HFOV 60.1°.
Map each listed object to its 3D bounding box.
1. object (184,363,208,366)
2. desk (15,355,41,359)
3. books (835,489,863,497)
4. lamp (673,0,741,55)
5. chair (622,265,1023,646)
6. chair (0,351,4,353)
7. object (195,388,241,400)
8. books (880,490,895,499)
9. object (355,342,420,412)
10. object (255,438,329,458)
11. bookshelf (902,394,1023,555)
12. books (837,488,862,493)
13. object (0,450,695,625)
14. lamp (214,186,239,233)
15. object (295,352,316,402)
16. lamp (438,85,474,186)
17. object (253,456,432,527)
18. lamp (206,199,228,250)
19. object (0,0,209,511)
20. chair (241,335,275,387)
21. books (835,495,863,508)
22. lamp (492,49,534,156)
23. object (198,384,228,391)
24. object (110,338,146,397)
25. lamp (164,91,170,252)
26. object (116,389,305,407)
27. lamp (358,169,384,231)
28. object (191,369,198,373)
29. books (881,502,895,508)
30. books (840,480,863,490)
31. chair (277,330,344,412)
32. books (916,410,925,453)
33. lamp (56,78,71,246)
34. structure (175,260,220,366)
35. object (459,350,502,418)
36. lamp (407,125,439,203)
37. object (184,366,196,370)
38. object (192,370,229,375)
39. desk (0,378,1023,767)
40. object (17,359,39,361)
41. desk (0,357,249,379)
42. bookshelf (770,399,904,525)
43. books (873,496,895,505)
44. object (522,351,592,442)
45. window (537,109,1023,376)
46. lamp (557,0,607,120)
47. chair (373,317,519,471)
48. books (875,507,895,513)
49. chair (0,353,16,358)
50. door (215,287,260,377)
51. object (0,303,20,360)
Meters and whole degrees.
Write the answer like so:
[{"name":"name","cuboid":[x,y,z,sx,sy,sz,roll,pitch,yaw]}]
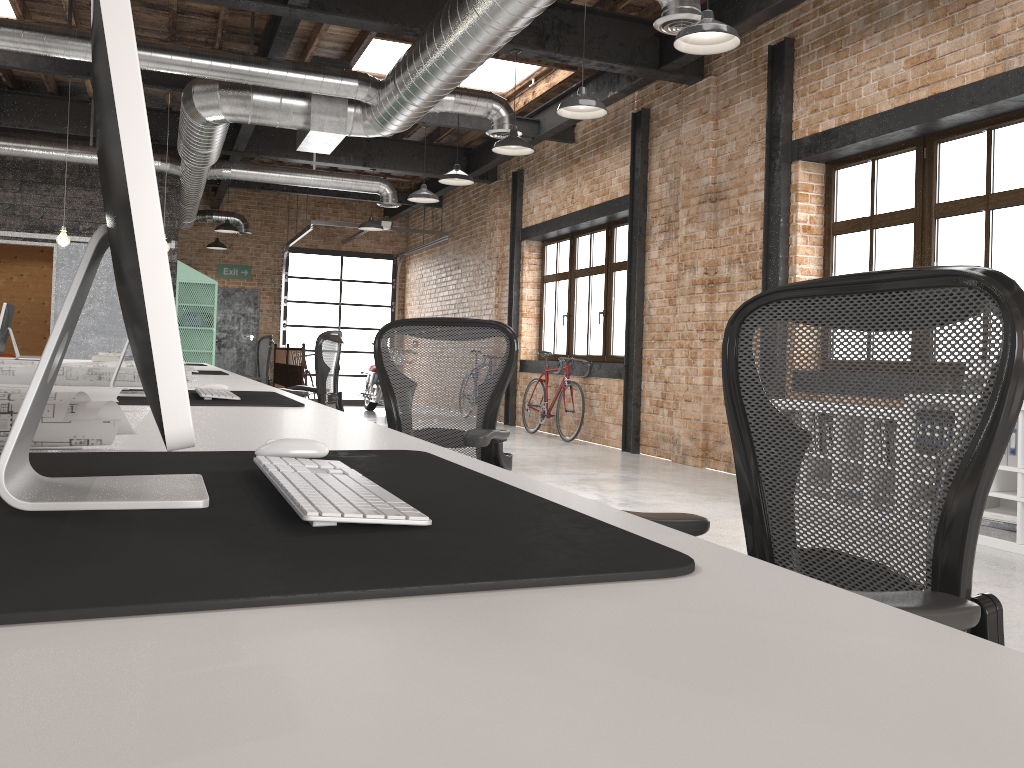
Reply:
[{"name":"object","cuboid":[-3.256,-0.189,8.343,0.687,0.008,0.849,1,2,-23]},{"name":"desk","cuboid":[-7.371,-0.057,13.108,1.998,0.732,0.998,1,1,-21]},{"name":"books","cuboid":[2.300,0.709,5.809,0.206,0.067,0.275,1,2,-22]},{"name":"lamp","cuboid":[1.087,-2.302,4.889,0.362,0.857,0.361,2,-1,-4]},{"name":"chair","cuboid":[0.310,0.368,1.200,0.791,1.086,0.771,2,0,-38]},{"name":"chair","cuboid":[-8.126,-0.128,13.896,0.617,0.778,0.581,2,0,-27]},{"name":"object","cuboid":[-0.970,0.032,2.904,0.118,0.017,0.439,1,2,-22]},{"name":"books","cuboid":[2.458,0.692,5.519,0.198,0.055,0.240,1,2,-21]},{"name":"object","cuboid":[-2.123,-0.176,14.991,0.812,1.361,2.178,2,1,-34]},{"name":"object","cuboid":[-0.322,0.094,1.300,0.106,0.028,0.059,1,1,-21]},{"name":"bookshelf","cuboid":[2.835,0.491,4.712,0.400,0.800,1.544,2,1,-22]},{"name":"books","cuboid":[2.306,0.683,5.804,0.219,0.039,0.260,1,2,-22]},{"name":"object","cuboid":[-0.314,0.123,0.962,0.687,0.008,0.849,1,2,-22]},{"name":"lamp","cuboid":[-4.278,-2.968,13.375,0.361,1.340,0.362,3,-1,-44]},{"name":"object","cuboid":[-3.605,-0.058,15.364,0.409,1.034,1.734,2,1,-15]},{"name":"lamp","cuboid":[-0.543,-2.729,9.004,0.362,1.364,0.362,2,-1,-14]},{"name":"object","cuboid":[-0.208,0.113,0.992,0.118,0.017,0.439,1,2,-22]},{"name":"lamp","cuboid":[-5.193,-3.065,15.669,0.361,1.340,0.362,3,-1,-44]},{"name":"object","cuboid":[-0.416,-0.125,0.939,0.189,0.485,0.484,2,0,-22]},{"name":"chair","cuboid":[-2.602,0.057,8.559,0.791,1.086,0.771,2,0,-43]},{"name":"books","cuboid":[2.301,0.760,5.817,0.217,0.072,0.290,1,2,-22]},{"name":"lamp","cuboid":[0.023,-2.415,7.558,0.362,0.857,0.361,2,-1,1]},{"name":"object","cuboid":[-1.084,0.013,3.212,0.106,0.028,0.059,1,1,-23]},{"name":"object","cuboid":[-1.178,-0.206,2.851,0.189,0.485,0.484,2,0,-22]},{"name":"lamp","cuboid":[-3.554,-2.182,9.107,0.123,1.680,0.123,2,-1,-24]},{"name":"object","cuboid":[-1.079,0.042,2.881,0.687,0.008,0.849,1,2,-21]},{"name":"lamp","cuboid":[-1.992,-2.629,12.614,0.361,0.857,0.362,3,-1,-44]},{"name":"object","cuboid":[-2.115,-0.090,5.779,0.118,0.017,0.439,1,2,-22]},{"name":"books","cuboid":[2.433,0.752,5.521,0.163,0.047,0.239,1,2,-21]},{"name":"books","cuboid":[2.308,0.665,5.800,0.214,0.052,0.252,1,2,-22]},{"name":"chair","cuboid":[-1.459,0.169,6.018,0.792,1.086,0.770,2,0,-13]},{"name":"books","cuboid":[2.548,0.290,5.347,0.232,0.261,0.062,2,-1,-22]},{"name":"lamp","cuboid":[-4.408,-2.200,8.767,0.123,1.680,0.123,2,-1,-24]},{"name":"structure","cuboid":[-4.460,-0.626,12.449,0.556,2.102,1.118,2,-1,-22]},{"name":"object","cuboid":[-0.484,0.018,13.009,0.401,1.040,1.738,2,1,-27]},{"name":"lamp","cuboid":[-0.997,-2.523,10.119,0.362,0.857,0.361,2,-1,-4]},{"name":"object","cuboid":[-2.230,-0.109,6.086,0.106,0.028,0.059,1,1,-23]},{"name":"object","cuboid":[-2.231,-0.080,5.773,0.687,0.008,0.849,1,2,-22]},{"name":"desk","cuboid":[-1.608,0.434,2.158,2.310,0.770,5.113,1,2,-22]},{"name":"object","cuboid":[-4.483,-0.208,7.616,0.687,0.008,0.849,1,2,-23]},{"name":"desk","cuboid":[-3.503,0.232,6.914,2.310,0.770,5.113,1,2,-22]},{"name":"bookshelf","cuboid":[2.253,0.488,6.152,0.400,0.685,1.544,2,1,-22]},{"name":"books","cuboid":[2.452,0.724,5.542,0.222,0.055,0.282,1,2,-21]},{"name":"object","cuboid":[0.472,0.119,10.608,0.401,1.040,1.738,2,1,-27]},{"name":"window","cuboid":[1.973,-0.987,8.261,0.147,1.692,8.639,2,1,-22]},{"name":"lamp","cuboid":[0.521,-2.616,6.335,0.362,1.364,0.361,1,-1,41]},{"name":"chair","cuboid":[-0.306,0.290,3.165,0.770,1.086,0.792,2,0,2]},{"name":"books","cuboid":[2.434,0.781,5.536,0.184,0.049,0.261,1,2,-21]},{"name":"chair","cuboid":[-6.969,-0.041,12.227,0.617,0.778,0.581,2,0,-27]},{"name":"door","cuboid":[-5.369,-0.786,16.913,0.997,2.101,0.218,2,-1,-22]},{"name":"object","cuboid":[-4.366,-0.452,7.659,0.189,0.485,0.484,2,0,-22]}]
